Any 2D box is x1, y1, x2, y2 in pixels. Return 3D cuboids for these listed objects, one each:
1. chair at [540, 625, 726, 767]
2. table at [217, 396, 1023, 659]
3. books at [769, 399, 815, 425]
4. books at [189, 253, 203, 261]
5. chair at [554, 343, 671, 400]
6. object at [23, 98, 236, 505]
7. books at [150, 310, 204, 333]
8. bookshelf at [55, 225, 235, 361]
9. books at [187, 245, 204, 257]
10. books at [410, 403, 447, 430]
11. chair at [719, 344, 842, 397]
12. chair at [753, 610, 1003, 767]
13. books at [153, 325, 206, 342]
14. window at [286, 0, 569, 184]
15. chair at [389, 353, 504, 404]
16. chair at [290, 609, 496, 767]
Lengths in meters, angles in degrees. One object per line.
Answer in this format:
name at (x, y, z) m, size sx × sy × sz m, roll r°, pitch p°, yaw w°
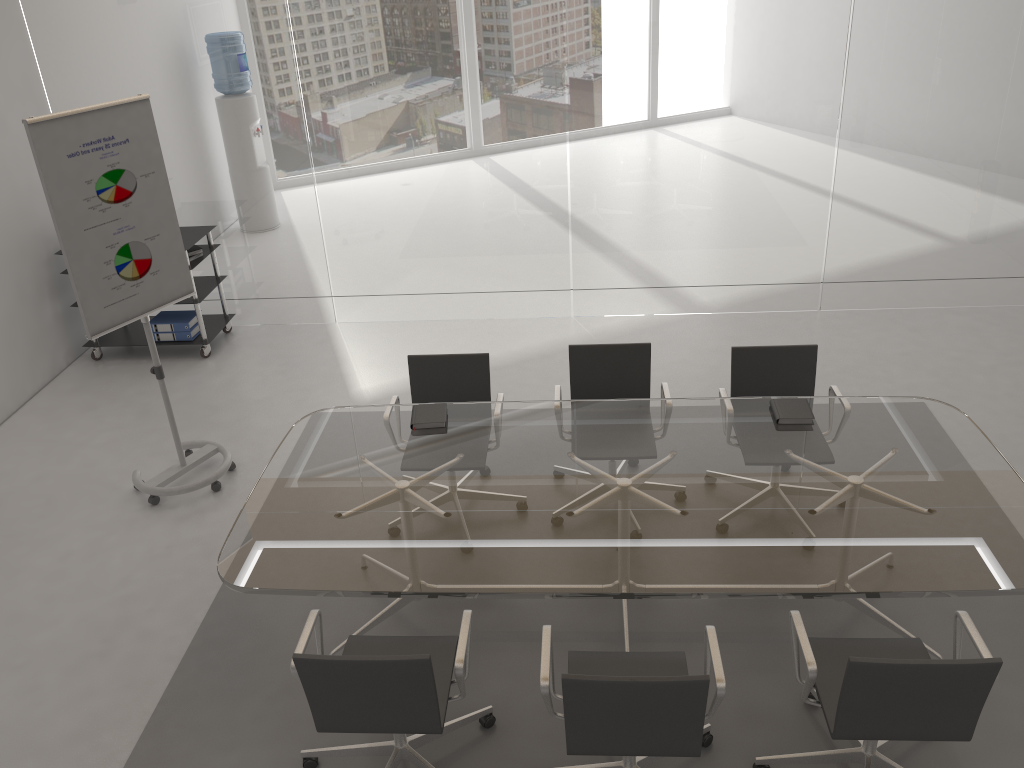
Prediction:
chair at (0.383, 1.057, 2.968) m, size 0.731 × 0.805 × 0.710 m, roll -9°, pitch 28°, yaw -10°
table at (0.471, 0.703, 3.731) m, size 3.054 × 0.721 × 1.372 m, roll -1°, pitch 27°, yaw 5°
books at (1.244, 0.122, 3.944) m, size 0.164 × 0.032 × 0.183 m, roll 0°, pitch 27°, yaw 6°
books at (-2.375, -0.934, 6.482) m, size 0.146 × 0.028 × 0.170 m, roll 8°, pitch 29°, yaw 21°
chair at (0.514, 0.285, 4.458) m, size 0.731 × 0.805 × 0.710 m, roll -9°, pitch 28°, yaw -11°
object at (-1.934, -0.376, 4.638) m, size 0.560 × 2.088 × 0.553 m, roll -8°, pitch 27°, yaw -8°
books at (-2.522, -0.470, 6.645) m, size 0.320 × 0.077 × 0.263 m, roll -1°, pitch 27°, yaw 5°
bookshelf at (-2.709, -0.677, 6.676) m, size 0.985 × 0.855 × 0.567 m, roll -1°, pitch 27°, yaw 5°
books at (-2.373, -0.968, 6.477) m, size 0.183 × 0.032 × 0.164 m, roll -25°, pitch 34°, yaw -36°
books at (-0.382, 0.148, 4.091) m, size 0.164 × 0.032 × 0.183 m, roll -4°, pitch 27°, yaw -1°
chair at (1.319, 0.300, 4.331) m, size 0.731 × 0.805 × 0.710 m, roll -9°, pitch 28°, yaw -11°
chair at (1.208, 1.007, 2.964) m, size 0.731 × 0.805 × 0.710 m, roll -9°, pitch 28°, yaw -10°
books at (-2.518, -0.405, 6.677) m, size 0.320 × 0.077 × 0.263 m, roll -1°, pitch 27°, yaw 5°
window at (0.676, -5.464, 11.602) m, size 8.533 × 4.498 × 0.100 m, roll -15°, pitch 29°, yaw -22°
chair at (-0.312, 0.338, 4.455) m, size 0.731 × 0.805 × 0.710 m, roll -9°, pitch 28°, yaw -11°
chair at (-0.421, 1.039, 3.101) m, size 0.731 × 0.805 × 0.710 m, roll -9°, pitch 28°, yaw -10°
